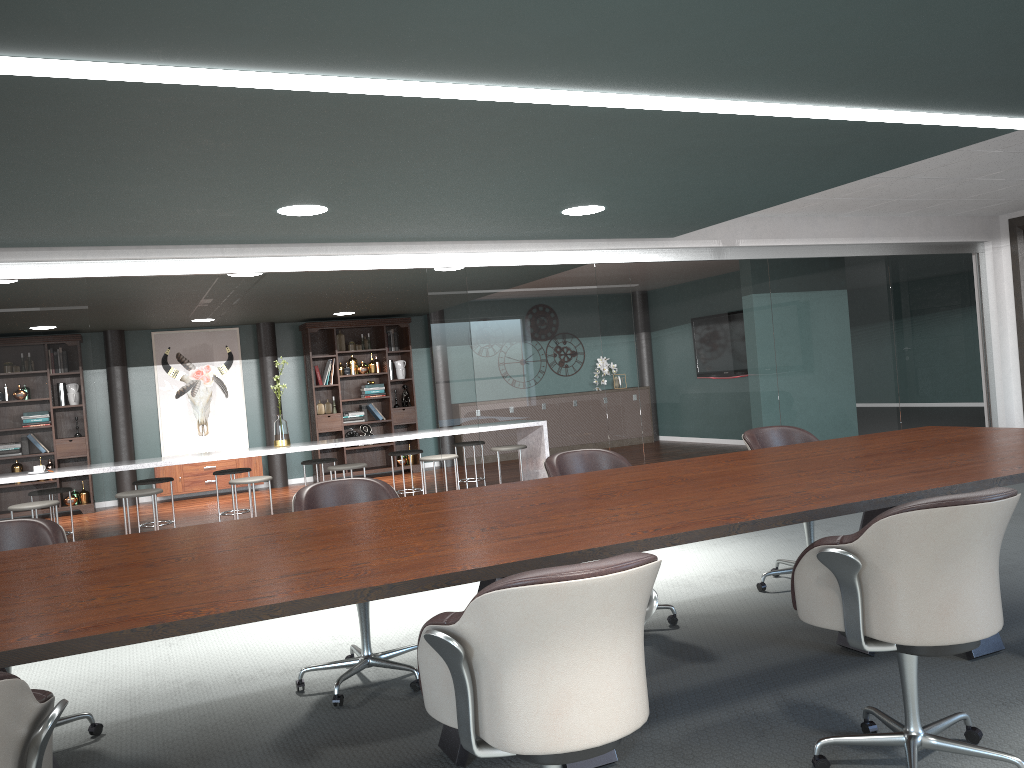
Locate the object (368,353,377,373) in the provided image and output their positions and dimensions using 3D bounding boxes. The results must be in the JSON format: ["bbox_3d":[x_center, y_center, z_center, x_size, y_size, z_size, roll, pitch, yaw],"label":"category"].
[{"bbox_3d":[-1.776,-0.262,11.271,0.108,0.256,0.108,-5,0,10],"label":"object"}]

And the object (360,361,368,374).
[{"bbox_3d":[-1.891,-0.209,11.302,0.099,0.169,0.099,-4,1,40],"label":"object"}]

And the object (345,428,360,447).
[{"bbox_3d":[-2.011,0.674,11.128,0.224,0.238,0.159,-5,1,-24],"label":"object"}]

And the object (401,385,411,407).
[{"bbox_3d":[-1.393,0.151,11.468,0.116,0.286,0.215,-5,1,-28],"label":"object"}]

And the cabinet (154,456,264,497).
[{"bbox_3d":[-3.622,1.071,10.608,1.200,0.379,0.368,-5,1,-24],"label":"cabinet"}]

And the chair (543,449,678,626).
[{"bbox_3d":[0.393,0.678,3.846,0.533,0.761,0.523,-5,1,-42],"label":"chair"}]

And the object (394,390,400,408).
[{"bbox_3d":[-1.491,0.191,11.408,0.077,0.228,0.077,-5,1,-41],"label":"object"}]

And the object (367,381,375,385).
[{"bbox_3d":[-1.805,-0.017,11.314,0.104,0.052,0.100,-5,1,-20],"label":"object"}]

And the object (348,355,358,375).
[{"bbox_3d":[-2.011,-0.239,11.226,0.114,0.251,0.114,-5,0,2],"label":"object"}]

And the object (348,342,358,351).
[{"bbox_3d":[-2.019,-0.477,11.214,0.096,0.126,0.106,-4,1,27],"label":"object"}]

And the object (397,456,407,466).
[{"bbox_3d":[-1.416,0.961,11.343,0.144,0.175,0.073,-5,1,-22],"label":"object"}]

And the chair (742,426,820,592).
[{"bbox_3d":[1.405,0.590,4.301,0.535,0.761,0.518,-5,0,-18],"label":"chair"}]

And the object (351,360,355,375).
[{"bbox_3d":[-1.994,-0.209,11.118,0.040,0.191,0.040,-5,0,-15],"label":"object"}]

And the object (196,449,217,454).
[{"bbox_3d":[-3.655,0.827,10.620,0.245,0.112,0.261,-5,0,-16],"label":"object"}]

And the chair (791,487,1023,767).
[{"bbox_3d":[1.060,0.635,2.304,0.533,0.761,0.523,-5,1,-38],"label":"chair"}]

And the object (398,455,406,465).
[{"bbox_3d":[-1.428,0.964,11.472,0.099,0.169,0.099,-4,1,40],"label":"object"}]

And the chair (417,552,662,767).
[{"bbox_3d":[0.090,0.719,1.868,0.535,0.761,0.518,-5,0,-18],"label":"chair"}]

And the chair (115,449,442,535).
[{"bbox_3d":[-1.858,0.961,7.449,4.029,0.512,1.479,-5,1,-24],"label":"chair"}]

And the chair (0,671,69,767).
[{"bbox_3d":[-0.962,0.810,1.415,0.523,0.761,0.533,-4,1,42],"label":"chair"}]

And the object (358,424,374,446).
[{"bbox_3d":[-1.859,0.645,11.322,0.233,0.268,0.051,-5,1,-24],"label":"object"}]

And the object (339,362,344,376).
[{"bbox_3d":[-2.157,-0.187,11.179,0.105,0.172,0.105,-5,1,-28],"label":"object"}]

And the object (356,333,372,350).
[{"bbox_3d":[-1.899,-0.535,11.280,0.196,0.221,0.184,-5,1,-24],"label":"object"}]

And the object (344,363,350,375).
[{"bbox_3d":[-2.068,-0.188,11.117,0.079,0.161,0.080,-5,0,2],"label":"object"}]

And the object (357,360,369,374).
[{"bbox_3d":[-1.879,-0.212,11.173,0.144,0.175,0.073,-5,1,-22],"label":"object"}]

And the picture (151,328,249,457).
[{"bbox_3d":[-3.773,0.097,10.759,1.002,1.512,0.031,-5,1,-24],"label":"picture"}]

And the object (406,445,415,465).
[{"bbox_3d":[-1.313,0.911,11.442,0.108,0.256,0.108,-5,0,10],"label":"object"}]

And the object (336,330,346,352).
[{"bbox_3d":[-2.160,-0.539,11.184,0.104,0.273,0.104,-5,0,12],"label":"object"}]

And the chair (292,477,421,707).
[{"bbox_3d":[-0.589,0.762,3.422,0.535,0.761,0.518,-5,0,-18],"label":"chair"}]

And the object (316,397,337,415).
[{"bbox_3d":[-2.332,0.266,11.065,0.250,0.221,0.186,-5,1,-25],"label":"object"}]

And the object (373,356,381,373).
[{"bbox_3d":[-1.735,-0.249,11.391,0.092,0.222,0.092,-5,0,10],"label":"object"}]

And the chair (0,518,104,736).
[{"bbox_3d":[-1.685,0.857,2.939,0.535,0.761,0.518,-5,0,-18],"label":"chair"}]

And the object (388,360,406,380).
[{"bbox_3d":[-1.491,-0.188,11.485,0.268,0.262,0.137,-5,0,16],"label":"object"}]
